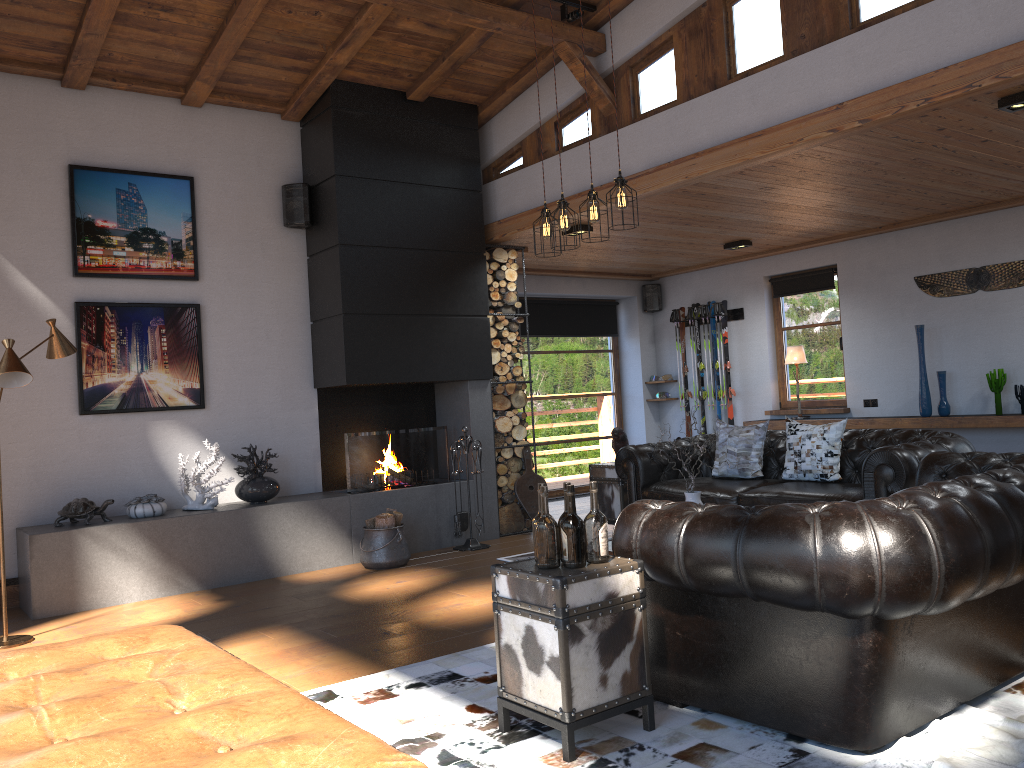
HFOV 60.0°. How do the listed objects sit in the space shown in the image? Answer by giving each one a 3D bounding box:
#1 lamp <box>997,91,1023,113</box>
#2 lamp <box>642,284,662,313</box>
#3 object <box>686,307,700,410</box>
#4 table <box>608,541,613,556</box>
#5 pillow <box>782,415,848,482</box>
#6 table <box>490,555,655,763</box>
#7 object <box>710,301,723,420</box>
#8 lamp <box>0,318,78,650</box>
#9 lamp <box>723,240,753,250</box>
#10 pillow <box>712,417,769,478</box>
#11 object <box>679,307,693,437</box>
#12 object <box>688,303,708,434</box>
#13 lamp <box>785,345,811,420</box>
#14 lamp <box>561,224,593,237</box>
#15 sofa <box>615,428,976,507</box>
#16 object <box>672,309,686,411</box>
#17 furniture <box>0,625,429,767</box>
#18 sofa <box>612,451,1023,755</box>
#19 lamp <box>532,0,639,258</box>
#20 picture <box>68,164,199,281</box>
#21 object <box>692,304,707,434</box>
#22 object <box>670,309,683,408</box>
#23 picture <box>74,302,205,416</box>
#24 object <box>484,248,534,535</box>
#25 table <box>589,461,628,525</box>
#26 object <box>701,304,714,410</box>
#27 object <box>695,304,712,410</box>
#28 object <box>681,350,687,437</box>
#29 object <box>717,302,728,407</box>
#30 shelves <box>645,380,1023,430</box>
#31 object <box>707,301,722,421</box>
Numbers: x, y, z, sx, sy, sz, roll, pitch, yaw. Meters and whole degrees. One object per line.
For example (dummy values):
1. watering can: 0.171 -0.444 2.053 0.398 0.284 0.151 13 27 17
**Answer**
1. lamp: 2.795 -1.549 4.799 0.157 0.068 0.258 -3 -1 -37
2. lamp: 1.792 -1.096 11.335 0.216 0.349 0.211 -2 -2 -37
3. object: 2.182 -0.305 10.686 0.119 1.250 0.059 -5 -2 35
4. table: 0.751 1.064 4.826 0.405 0.350 0.642 -2 -2 -37
5. pillow: 2.192 0.459 6.451 0.286 0.469 0.522 -2 -2 -34
6. table: 0.212 0.943 3.179 0.410 0.609 0.412 -2 -2 -37
7. object: 2.451 -0.185 10.534 0.113 1.622 0.072 -2 -2 -37
8. lamp: -2.860 0.522 5.061 0.531 1.899 1.313 -3 -2 -15
9. lamp: 2.327 -1.438 9.135 0.157 0.068 0.258 -3 -1 -37
10. pillow: 1.794 0.494 6.991 0.286 0.469 0.522 -2 -2 -34
11. object: 2.151 -0.145 10.848 0.116 1.607 0.094 -2 -2 -37
12. object: 2.233 -0.170 10.657 0.257 1.622 0.102 -2 -2 -40
13. lamp: 3.263 0.322 9.659 0.639 1.482 0.243 -2 -2 -33
14. lamp: 0.574 -1.357 7.816 0.157 0.068 0.258 -3 -1 -37
15. sofa: 2.055 0.781 6.568 1.254 0.838 2.534 -2 -2 -37
16. object: 2.045 -0.293 10.872 0.119 1.250 0.059 -5 -2 35
17. furniture: -1.049 1.091 2.453 1.189 0.437 2.726 -3 -1 -37
18. sofa: 1.746 0.745 3.701 2.596 0.838 1.224 -3 -2 -37
19. lamp: 0.360 -1.947 5.521 0.793 2.202 0.265 -5 -2 44
20. picture: -2.818 -1.191 6.638 0.890 0.816 0.035 -2 -2 -37
21. object: 2.261 -0.170 10.758 0.113 1.622 0.072 -2 -2 -37
22. object: 2.007 -0.293 10.798 0.058 1.250 0.122 -5 -2 36
23. picture: -2.758 -0.198 6.607 0.890 0.816 0.035 -2 -2 -37
24. object: -0.158 0.064 8.223 0.499 2.613 0.461 -2 -2 -37
25. table: 0.957 0.984 7.663 0.410 0.609 0.412 -2 -2 -37
26. object: 2.319 -0.317 10.500 0.119 1.250 0.059 -5 -2 35
27. object: 2.259 -0.314 10.472 0.120 1.250 0.059 -4 -2 10
28. object: 2.104 -0.126 10.931 0.116 1.607 0.094 -2 -2 -37
29. object: 2.478 -0.330 10.306 0.120 1.250 0.059 -4 -2 15
30. shelves: 3.750 0.296 8.722 0.619 0.989 6.562 -2 -2 -36
31. object: 2.416 -0.182 10.600 0.113 1.622 0.072 -2 -2 -37
